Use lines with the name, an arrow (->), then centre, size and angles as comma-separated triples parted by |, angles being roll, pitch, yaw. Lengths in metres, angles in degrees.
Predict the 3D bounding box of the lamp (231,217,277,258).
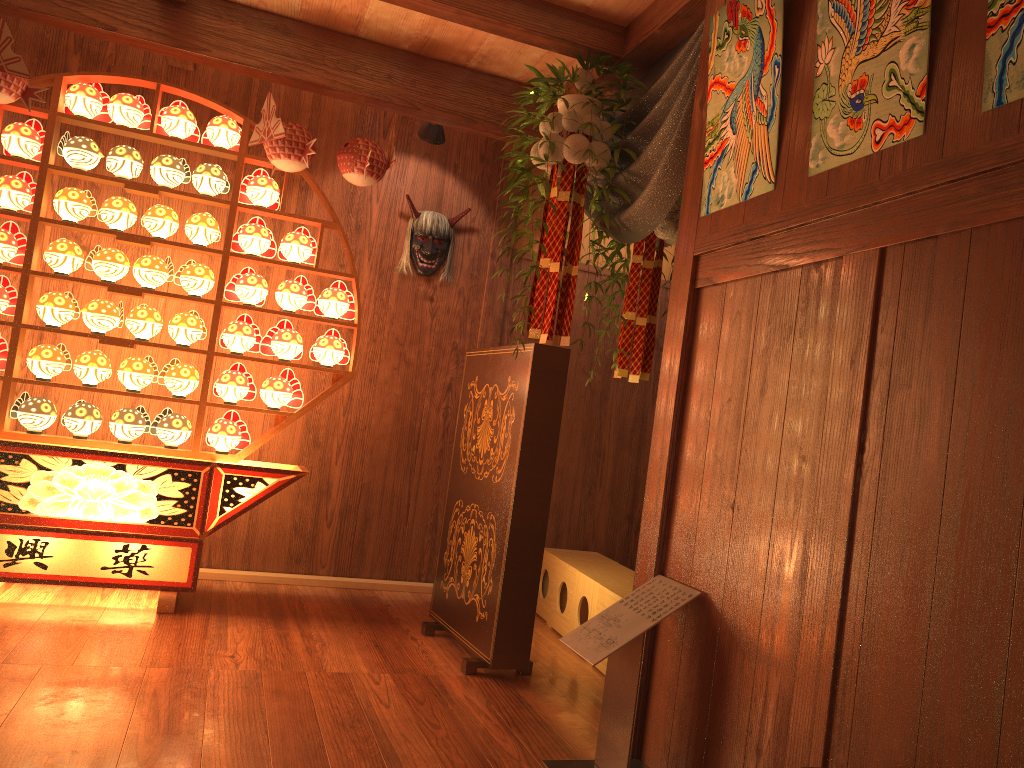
lamp -> -1.143, -0.662, 3.936 | 0.205, 0.200, 0.153 | 9, -3, -19

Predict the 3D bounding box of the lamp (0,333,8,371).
lamp -> -2.156, -0.147, 3.551 | 0.199, 0.200, 0.158 | 7, -3, 6

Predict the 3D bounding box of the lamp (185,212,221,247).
lamp -> -1.353, -0.680, 3.858 | 0.142, 0.173, 0.154 | 8, -3, -14

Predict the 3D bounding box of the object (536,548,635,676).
object -> 0.425, 1.025, 4.031 | 0.332, 0.330, 1.268 | 8, -3, -13

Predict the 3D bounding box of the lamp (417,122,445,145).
lamp -> -0.392, -1.252, 4.301 | 0.136, 0.177, 0.175 | 8, -3, 1

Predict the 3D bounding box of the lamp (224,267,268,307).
lamp -> -1.153, -0.434, 3.933 | 0.196, 0.187, 0.152 | 10, -4, -39

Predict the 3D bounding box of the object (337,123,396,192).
object -> -0.648, -1.022, 3.875 | 0.234, 0.318, 0.357 | 9, -3, -23

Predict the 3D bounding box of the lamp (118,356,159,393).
lamp -> -1.606, -0.047, 3.762 | 0.137, 0.167, 0.159 | 7, -3, 12

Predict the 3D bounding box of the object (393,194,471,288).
object -> -0.433, -0.749, 4.752 | 0.372, 0.454, 0.134 | 9, -3, -20

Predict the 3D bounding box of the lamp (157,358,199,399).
lamp -> -1.424, -0.023, 3.828 | 0.152, 0.173, 0.144 | 5, -4, 36

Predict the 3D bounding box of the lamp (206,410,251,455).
lamp -> -1.264, 0.210, 3.889 | 0.196, 0.198, 0.156 | 8, -3, -4

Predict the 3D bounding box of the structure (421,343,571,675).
structure -> -0.075, 0.475, 3.630 | 0.278, 1.251, 0.780 | 9, -3, -22

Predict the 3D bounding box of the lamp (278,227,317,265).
lamp -> -0.975, -0.634, 4.001 | 0.190, 0.195, 0.156 | 8, -3, -4

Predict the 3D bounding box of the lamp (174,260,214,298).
lamp -> -1.367, -0.459, 3.854 | 0.151, 0.173, 0.144 | 5, -4, 41

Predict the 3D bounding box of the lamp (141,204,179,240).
lamp -> -1.505, -0.700, 3.802 | 0.144, 0.167, 0.151 | 10, -4, -39

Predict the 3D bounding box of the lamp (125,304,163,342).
lamp -> -1.567, -0.264, 3.775 | 0.144, 0.167, 0.152 | 10, -4, -34

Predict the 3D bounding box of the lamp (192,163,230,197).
lamp -> -1.328, -0.899, 3.870 | 0.140, 0.173, 0.156 | 8, -3, -4

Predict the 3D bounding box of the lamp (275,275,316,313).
lamp -> -0.999, -0.413, 3.993 | 0.179, 0.191, 0.159 | 7, -3, 11

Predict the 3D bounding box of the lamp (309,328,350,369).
lamp -> -0.837, -0.167, 4.049 | 0.185, 0.192, 0.155 | 8, -3, -9

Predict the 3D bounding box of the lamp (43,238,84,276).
lamp -> -1.854, -0.530, 3.666 | 0.144, 0.167, 0.151 | 10, -4, -39

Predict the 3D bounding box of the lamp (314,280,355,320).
lamp -> -0.817, -0.391, 4.058 | 0.201, 0.200, 0.156 | 8, -3, -4

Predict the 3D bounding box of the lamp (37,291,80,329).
lamp -> -1.890, -0.313, 3.655 | 0.139, 0.167, 0.157 | 8, -3, 2

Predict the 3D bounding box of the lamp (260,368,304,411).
lamp -> -1.060, 0.018, 3.965 | 0.197, 0.200, 0.160 | 7, -3, 16

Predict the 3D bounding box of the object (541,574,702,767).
object -> 0.294, 0.812, 2.399 | 0.307, 0.560, 0.244 | 9, -3, -19

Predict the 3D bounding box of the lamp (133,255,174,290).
lamp -> -1.558, -0.485, 3.792 | 0.135, 0.167, 0.162 | 5, -4, 36

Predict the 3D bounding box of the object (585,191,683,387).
object -> 0.607, -0.585, 4.407 | 0.768, 1.261, 0.523 | 10, -4, -33

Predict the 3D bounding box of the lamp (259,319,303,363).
lamp -> -1.009, -0.197, 3.985 | 0.207, 0.200, 0.152 | 10, -4, -34

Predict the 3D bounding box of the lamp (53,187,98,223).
lamp -> -1.836, -0.750, 3.680 | 0.137, 0.167, 0.159 | 7, -3, 12

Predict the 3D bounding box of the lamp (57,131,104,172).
lamp -> -1.794, -0.965, 3.707 | 0.158, 0.167, 0.138 | 8, -3, -4

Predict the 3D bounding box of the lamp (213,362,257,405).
lamp -> -1.232, -0.005, 3.899 | 0.188, 0.194, 0.155 | 8, -3, -9

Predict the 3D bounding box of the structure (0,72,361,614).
structure -> -1.662, -0.207, 3.742 | 2.005, 2.196, 0.479 | 9, -3, -20

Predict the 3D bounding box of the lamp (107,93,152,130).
lamp -> -1.647, -1.172, 3.755 | 0.167, 0.179, 0.159 | 7, -3, 11

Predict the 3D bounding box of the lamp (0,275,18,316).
lamp -> -2.114, -0.359, 3.570 | 0.184, 0.192, 0.156 | 8, -3, -4

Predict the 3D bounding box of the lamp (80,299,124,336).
lamp -> -1.739, -0.287, 3.719 | 0.162, 0.161, 0.134 | 11, -4, -44

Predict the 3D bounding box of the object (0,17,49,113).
object -> -1.964, -1.220, 3.384 | 0.355, 0.306, 0.210 | 9, -3, -19

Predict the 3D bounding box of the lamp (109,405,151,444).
lamp -> -1.635, 0.170, 3.749 | 0.137, 0.167, 0.159 | 7, -3, 12

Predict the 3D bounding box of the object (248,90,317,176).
object -> -0.945, -1.055, 3.763 | 0.249, 0.314, 0.352 | 10, -4, -42

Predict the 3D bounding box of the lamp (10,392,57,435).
lamp -> -1.945, 0.123, 3.635 | 0.155, 0.167, 0.141 | 7, -3, 11

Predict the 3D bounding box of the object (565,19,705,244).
object -> 0.442, -0.919, 3.506 | 0.097, 0.751, 1.468 | 9, -3, -17

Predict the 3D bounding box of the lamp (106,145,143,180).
lamp -> -1.642, -0.940, 3.751 | 0.143, 0.161, 0.152 | 9, -4, -29

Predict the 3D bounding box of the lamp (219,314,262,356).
lamp -> -1.205, -0.224, 3.910 | 0.191, 0.195, 0.155 | 8, -3, -9

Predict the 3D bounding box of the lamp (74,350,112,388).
lamp -> -1.758, -0.067, 3.701 | 0.142, 0.161, 0.153 | 9, -3, -19

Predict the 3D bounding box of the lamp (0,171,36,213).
lamp -> -2.039, -0.794, 3.601 | 0.190, 0.195, 0.156 | 8, -3, -4

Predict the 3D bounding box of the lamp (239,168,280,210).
lamp -> -1.108, -0.879, 3.952 | 0.207, 0.200, 0.152 | 10, -4, -34

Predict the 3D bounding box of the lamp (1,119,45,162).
lamp -> -2.008, -1.015, 3.614 | 0.201, 0.200, 0.156 | 8, -3, -4

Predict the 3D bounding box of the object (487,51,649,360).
object -> 0.195, -0.687, 3.439 | 0.587, 1.261, 0.689 | 10, -4, -30

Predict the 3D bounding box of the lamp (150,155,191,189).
lamp -> -1.492, -0.920, 3.814 | 0.136, 0.167, 0.160 | 6, -3, 21

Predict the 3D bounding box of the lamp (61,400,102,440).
lamp -> -1.788, 0.149, 3.689 | 0.144, 0.161, 0.151 | 10, -4, -39

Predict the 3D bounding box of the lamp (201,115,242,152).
lamp -> -1.270, -1.120, 3.892 | 0.192, 0.188, 0.154 | 8, -3, -14

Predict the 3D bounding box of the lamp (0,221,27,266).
lamp -> -2.086, -0.581, 3.582 | 0.201, 0.200, 0.156 | 8, -3, -4

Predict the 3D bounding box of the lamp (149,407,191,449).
lamp -> -1.455, 0.194, 3.818 | 0.152, 0.173, 0.144 | 5, -4, 36

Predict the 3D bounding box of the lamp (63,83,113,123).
lamp -> -1.790, -1.204, 3.697 | 0.203, 0.200, 0.155 | 8, -3, -9

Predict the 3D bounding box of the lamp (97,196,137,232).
lamp -> -1.662, -0.721, 3.743 | 0.144, 0.161, 0.151 | 10, -4, -39

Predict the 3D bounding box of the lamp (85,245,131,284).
lamp -> -1.688, -0.502, 3.737 | 0.155, 0.161, 0.141 | 7, -3, 11

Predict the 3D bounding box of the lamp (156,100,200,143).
lamp -> -1.440, -1.152, 3.829 | 0.206, 0.200, 0.152 | 9, -4, -29

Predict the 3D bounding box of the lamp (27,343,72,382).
lamp -> -1.925, -0.095, 3.642 | 0.137, 0.167, 0.159 | 7, -3, 12

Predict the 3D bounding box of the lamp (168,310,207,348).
lamp -> -1.417, -0.245, 3.831 | 0.140, 0.173, 0.156 | 8, -3, -4
